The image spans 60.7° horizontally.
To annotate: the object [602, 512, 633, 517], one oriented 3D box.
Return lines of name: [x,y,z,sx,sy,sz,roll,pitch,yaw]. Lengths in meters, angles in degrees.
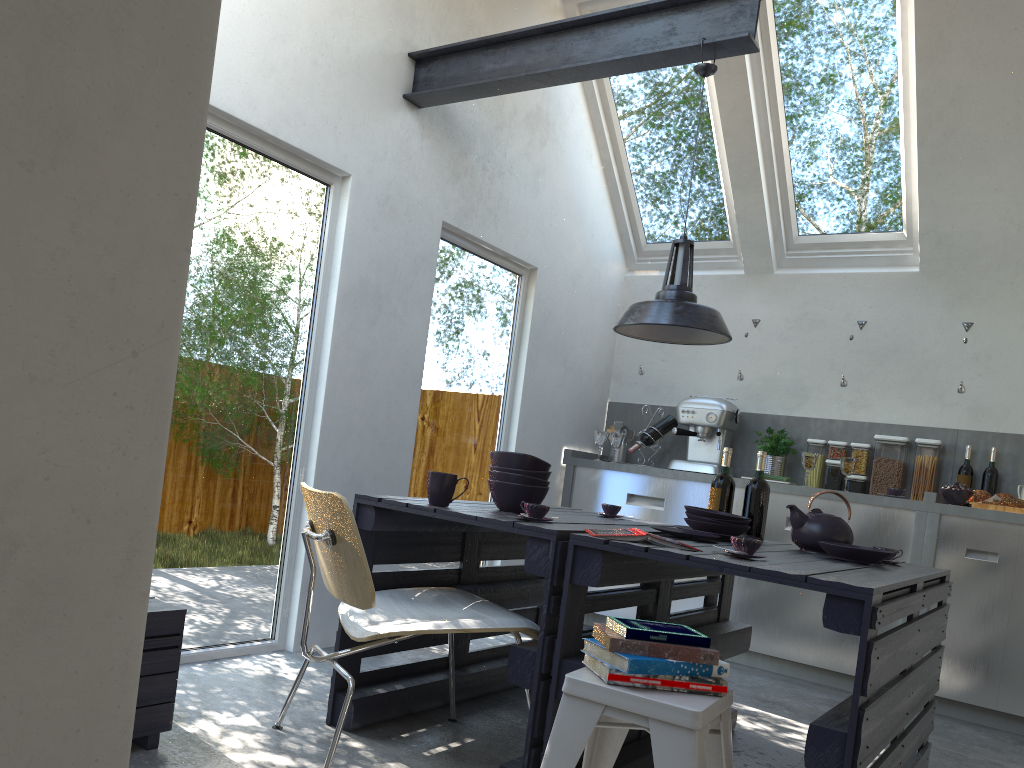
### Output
object: [0.445,0.557,3.707,0.135,0.013,0.027,6,-4,14]

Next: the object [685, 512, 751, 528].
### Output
object: [0.742,0.511,3.170,0.241,0.063,0.217,4,-6,39]

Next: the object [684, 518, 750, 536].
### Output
object: [0.739,0.526,3.171,0.224,0.047,0.236,9,-5,-15]

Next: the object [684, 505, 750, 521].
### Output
object: [0.739,0.486,3.175,0.241,0.058,0.218,4,-6,34]

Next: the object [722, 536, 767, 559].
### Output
object: [0.647,0.453,2.425,0.123,0.056,0.110,4,-5,42]

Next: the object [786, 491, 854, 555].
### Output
object: [1.125,0.499,3.163,0.224,0.232,0.207,6,-2,37]

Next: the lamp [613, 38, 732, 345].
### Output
lamp: [0.663,-0.724,3.260,0.454,1.097,0.408,8,0,35]

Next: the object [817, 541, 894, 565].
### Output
object: [1.135,0.562,2.899,0.224,0.047,0.236,9,-5,-15]

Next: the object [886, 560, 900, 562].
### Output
object: [1.299,0.609,3.004,0.125,0.013,0.029,12,-6,-44]

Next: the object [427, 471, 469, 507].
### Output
object: [-0.223,0.350,2.894,0.135,0.109,0.096,6,-2,27]

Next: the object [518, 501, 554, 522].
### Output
object: [0.077,0.407,2.779,0.121,0.056,0.112,6,-4,22]

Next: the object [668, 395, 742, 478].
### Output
object: [1.192,0.311,5.402,0.377,0.500,0.406,7,-2,34]

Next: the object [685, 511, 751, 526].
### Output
object: [0.744,0.499,3.174,0.242,0.063,0.216,4,-6,39]

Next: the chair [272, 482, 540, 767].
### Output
chair: [-0.324,0.765,2.749,0.742,0.819,0.724,9,-2,-25]

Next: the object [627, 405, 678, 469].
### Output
object: [0.865,0.336,5.624,0.318,0.394,0.244,8,-1,-26]

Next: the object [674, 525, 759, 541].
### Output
object: [0.738,0.547,3.173,0.284,0.024,0.308,10,-5,-24]

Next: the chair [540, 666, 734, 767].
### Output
chair: [0.298,0.955,2.075,0.441,0.504,0.417,7,-2,30]

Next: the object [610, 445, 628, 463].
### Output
object: [0.714,0.472,5.882,0.104,0.132,0.109,8,-2,-14]

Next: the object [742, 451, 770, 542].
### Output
object: [0.946,0.432,3.380,0.088,0.345,0.094,8,0,-22]

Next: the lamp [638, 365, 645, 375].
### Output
lamp: [0.935,-0.253,5.758,0.063,0.437,0.315,8,-1,34]

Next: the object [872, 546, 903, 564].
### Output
object: [1.295,0.596,3.046,0.122,0.056,0.111,6,-4,27]

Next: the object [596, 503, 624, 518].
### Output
object: [0.417,0.534,3.682,0.121,0.056,0.112,6,-4,22]

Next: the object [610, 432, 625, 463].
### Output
object: [0.664,0.411,5.605,0.093,0.192,0.103,8,-1,-33]

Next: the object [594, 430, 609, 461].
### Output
object: [0.561,0.397,5.599,0.103,0.192,0.094,7,-1,28]

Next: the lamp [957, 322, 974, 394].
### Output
lamp: [2.435,-0.146,4.690,0.061,0.435,0.325,8,-1,23]

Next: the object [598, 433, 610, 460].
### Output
object: [0.584,0.412,5.737,0.100,0.192,0.097,8,0,5]

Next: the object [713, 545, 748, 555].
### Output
object: [0.603,0.465,2.436,0.026,0.013,0.138,10,-5,-30]

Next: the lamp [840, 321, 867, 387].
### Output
lamp: [1.954,-0.180,5.029,0.063,0.437,0.315,8,-1,34]

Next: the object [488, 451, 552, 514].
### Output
object: [0.023,0.353,3.111,0.204,0.214,0.203,6,-2,36]

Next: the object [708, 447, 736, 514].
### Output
object: [0.831,0.423,3.452,0.088,0.345,0.094,8,0,-17]

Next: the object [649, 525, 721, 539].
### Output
object: [0.583,0.508,2.966,0.248,0.019,0.222,4,-6,39]

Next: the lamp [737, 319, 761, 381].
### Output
lamp: [1.461,-0.216,5.387,0.061,0.435,0.325,8,-1,23]

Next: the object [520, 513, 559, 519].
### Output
object: [0.088,0.429,2.817,0.128,0.013,0.028,9,-4,-16]
